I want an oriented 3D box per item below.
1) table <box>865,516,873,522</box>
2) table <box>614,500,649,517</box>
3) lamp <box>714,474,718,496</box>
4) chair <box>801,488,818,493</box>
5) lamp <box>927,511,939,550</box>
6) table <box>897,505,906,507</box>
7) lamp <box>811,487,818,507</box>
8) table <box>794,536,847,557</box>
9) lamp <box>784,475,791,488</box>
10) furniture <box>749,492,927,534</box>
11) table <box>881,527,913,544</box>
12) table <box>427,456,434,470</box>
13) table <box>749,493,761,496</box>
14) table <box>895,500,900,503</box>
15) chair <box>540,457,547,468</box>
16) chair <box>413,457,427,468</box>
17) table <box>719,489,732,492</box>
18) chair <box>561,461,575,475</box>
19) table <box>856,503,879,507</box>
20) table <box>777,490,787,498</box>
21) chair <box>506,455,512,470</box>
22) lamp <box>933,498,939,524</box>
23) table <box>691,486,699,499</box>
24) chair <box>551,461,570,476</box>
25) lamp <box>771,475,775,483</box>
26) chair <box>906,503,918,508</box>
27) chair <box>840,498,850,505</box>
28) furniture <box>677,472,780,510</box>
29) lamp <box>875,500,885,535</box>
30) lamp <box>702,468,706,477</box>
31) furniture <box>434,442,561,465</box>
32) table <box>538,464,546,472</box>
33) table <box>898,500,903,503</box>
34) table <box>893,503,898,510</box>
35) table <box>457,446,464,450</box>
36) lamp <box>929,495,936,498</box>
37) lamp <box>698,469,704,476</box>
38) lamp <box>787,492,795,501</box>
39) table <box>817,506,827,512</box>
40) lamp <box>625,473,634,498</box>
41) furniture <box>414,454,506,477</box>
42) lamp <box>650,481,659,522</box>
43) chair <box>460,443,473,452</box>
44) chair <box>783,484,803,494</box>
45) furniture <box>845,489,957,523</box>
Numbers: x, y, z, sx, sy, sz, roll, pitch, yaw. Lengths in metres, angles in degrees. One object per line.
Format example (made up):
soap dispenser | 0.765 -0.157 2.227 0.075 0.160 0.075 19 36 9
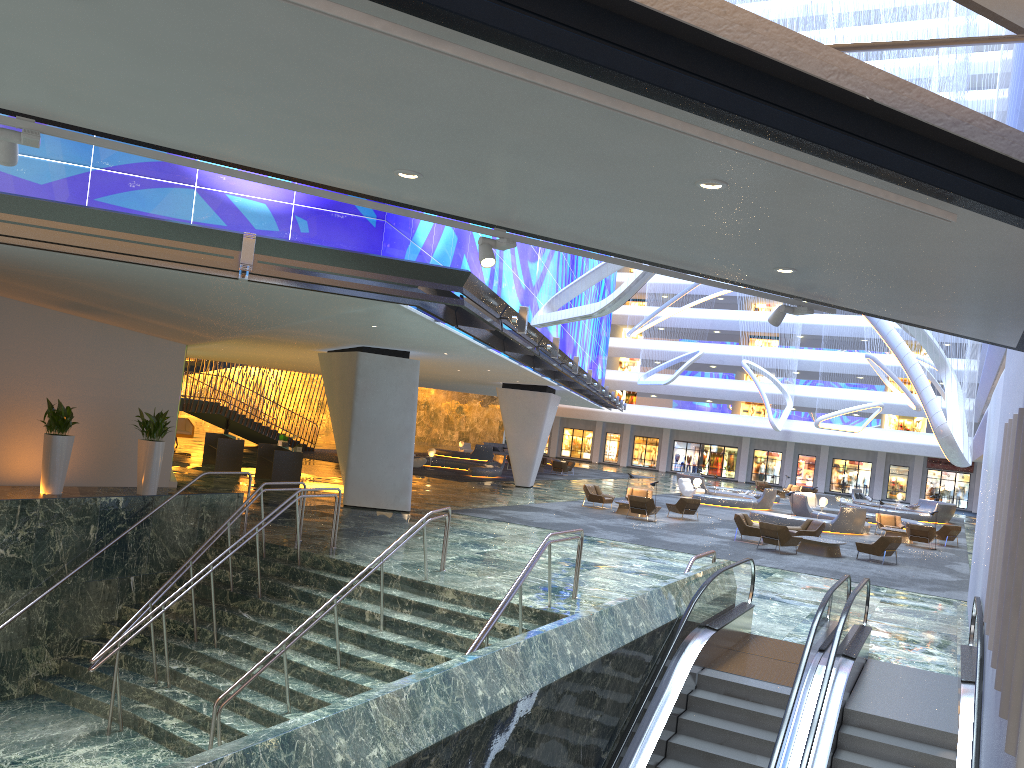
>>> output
table | 14.257 5.629 36.687 1.201 0.392 1.206 5 -2 27
table | 4.053 4.174 29.630 1.201 0.392 1.206 5 -2 27
lamp | 9.257 4.765 40.421 0.202 1.300 0.384 6 -1 3
chair | 17.006 6.355 50.877 0.929 0.766 0.939 6 -2 5
lamp | 13.954 4.836 29.393 0.383 1.300 0.202 6 -1 44
table | 21.986 7.073 50.224 0.670 0.406 0.675 6 -2 23
lamp | 13.290 5.166 39.061 0.383 1.300 0.202 6 -1 44
table | 8.395 4.438 24.174 1.201 0.392 1.206 4 -3 45
lamp | 16.419 6.107 53.024 0.384 1.300 0.202 7 -1 -11
furniture | 12.613 5.070 35.328 5.177 0.969 9.949 4 -3 44
table | 13.550 5.313 31.077 1.201 0.392 1.206 5 -2 27
table | -3.756 3.647 40.956 0.427 0.595 0.419 6 -1 26
table | 12.279 5.735 44.614 0.674 0.406 0.671 7 -2 -11
table | 22.385 7.062 51.569 0.418 0.595 0.427 7 -1 -19
chair | 1.544 4.618 51.345 0.929 0.766 0.939 6 -2 1
chair | -4.593 3.443 41.337 1.158 0.882 0.728 7 -1 -19
table | 10.834 5.589 45.042 0.672 0.406 0.672 8 -3 -44
chair | 3.044 4.754 50.523 0.940 0.766 0.928 7 -2 -24
table | 18.841 6.579 46.923 1.201 0.392 1.206 5 -2 27
table | 15.316 6.373 51.564 1.205 0.392 1.202 8 -2 -27
chair | 0.128 4.355 48.908 0.939 0.766 0.930 7 -2 -2
lamp | 20.743 6.193 43.354 0.202 1.300 0.384 7 -1 -14
table | 8.535 5.054 41.206 0.418 0.595 0.428 6 -1 1
chair | 2.631 4.626 48.604 0.928 0.766 0.940 6 -2 25
lamp | 14.690 5.783 49.984 0.202 1.300 0.384 7 -1 -10
chair | 22.213 6.848 48.528 0.931 0.766 0.937 7 -2 -30
chair | 18.425 6.572 49.038 0.492 0.501 0.586 7 -2 -29
furniture | 10.208 5.114 42.926 5.179 0.969 9.945 6 -2 19
lamp | 13.627 4.946 32.882 0.201 1.300 0.385 6 -1 44
lamp | 10.367 5.216 48.175 0.202 1.300 0.384 7 -1 -19
furniture | -1.174 4.483 58.716 5.177 0.969 9.949 4 -3 44
table | 1.271 4.704 49.819 1.204 0.392 1.203 7 -2 -8
table | 22.981 7.185 52.685 0.418 0.595 0.428 6 -1 1
table | 20.424 6.657 47.227 0.417 0.595 0.428 6 -1 23
table | -3.402 4.395 57.842 0.417 0.595 0.428 6 -1 26
lamp | 22.309 6.528 47.093 0.383 1.300 0.202 6 -1 27
lamp | 9.691 5.042 45.860 0.383 1.300 0.202 6 -1 20
lamp | 9.885 4.465 31.559 0.383 1.300 0.202 6 -1 44
table | 12.670 5.320 36.339 0.417 0.595 0.428 6 -1 26
lamp | 4.130 3.806 31.434 0.201 1.300 0.385 6 -1 44
furniture | -4.602 3.442 43.178 9.911 0.969 5.197 4 -3 44
lamp | 4.456 3.697 27.946 0.383 1.300 0.202 6 -1 44
chair | -3.011 4.350 58.700 0.730 0.881 1.156 7 -2 -19
chair | 16.748 6.407 52.825 0.941 0.766 0.928 8 -2 -44
furniture | 20.972 6.546 47.912 5.178 0.969 9.947 5 -3 24
